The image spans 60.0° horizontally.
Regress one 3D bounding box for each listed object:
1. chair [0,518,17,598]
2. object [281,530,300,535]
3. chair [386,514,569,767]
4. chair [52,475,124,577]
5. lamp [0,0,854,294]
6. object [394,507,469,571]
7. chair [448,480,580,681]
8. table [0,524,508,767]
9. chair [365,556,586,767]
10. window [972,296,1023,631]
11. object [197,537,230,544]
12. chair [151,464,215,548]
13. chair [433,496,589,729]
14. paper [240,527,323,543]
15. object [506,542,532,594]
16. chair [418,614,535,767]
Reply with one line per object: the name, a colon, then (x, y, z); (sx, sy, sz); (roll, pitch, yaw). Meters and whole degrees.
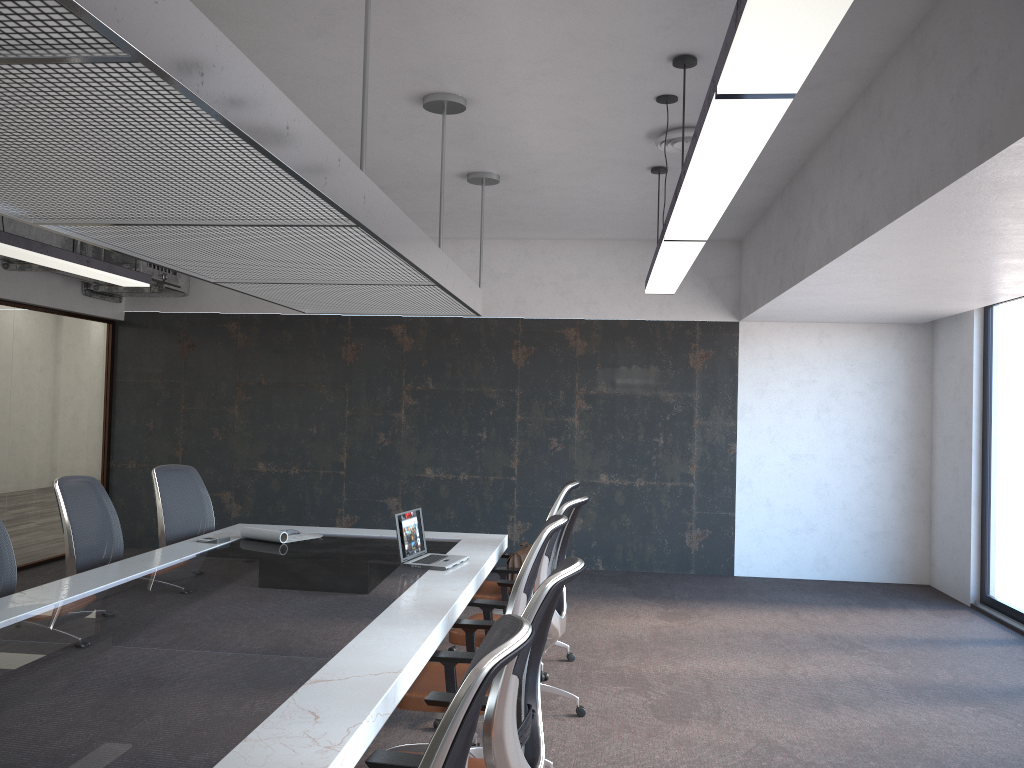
chair: (-2.237, 1.080, 4.018); (0.828, 1.166, 0.789); (2, -2, -30)
object: (-1.468, 0.962, 5.739); (0.049, 0.036, 0.200); (0, -2, 43)
chair: (-0.178, 1.128, 3.714); (0.828, 1.166, 0.789); (2, -2, -30)
chair: (-2.141, 1.108, 4.960); (0.828, 1.166, 0.789); (2, -2, -30)
lamp: (-1.196, -1.227, 3.540); (4.126, 0.908, 6.097); (1, -2, 6)
object: (-0.436, 0.843, 4.866); (0.308, 0.277, 0.366); (1, -2, 16)
chair: (0.016, 1.183, 5.598); (0.828, 1.166, 0.789); (2, -2, -30)
table: (-1.264, 1.294, 3.385); (1.898, 0.745, 5.498); (1, -2, 6)
chair: (-0.196, 1.099, 2.661); (0.828, 1.166, 0.789); (2, -2, -24)
window: (3.603, 0.443, 3.142); (0.121, 2.670, 9.225); (1, -2, 6)
object: (-1.822, 0.947, 5.410); (0.161, 0.026, 0.126); (1, -2, 20)
chair: (-1.995, 1.137, 5.895); (0.828, 1.166, 0.789); (2, -2, -15)
chair: (-0.014, 1.157, 4.651); (0.828, 1.166, 0.789); (2, -2, -19)
paper: (-1.464, 0.944, 5.651); (0.348, 0.069, 0.379); (1, -2, 31)
object: (0.066, 1.153, 5.602); (0.138, 0.308, 0.378); (1, -2, 17)
chair: (-0.371, 1.072, 1.829); (0.828, 1.166, 0.789); (2, -2, -30)
